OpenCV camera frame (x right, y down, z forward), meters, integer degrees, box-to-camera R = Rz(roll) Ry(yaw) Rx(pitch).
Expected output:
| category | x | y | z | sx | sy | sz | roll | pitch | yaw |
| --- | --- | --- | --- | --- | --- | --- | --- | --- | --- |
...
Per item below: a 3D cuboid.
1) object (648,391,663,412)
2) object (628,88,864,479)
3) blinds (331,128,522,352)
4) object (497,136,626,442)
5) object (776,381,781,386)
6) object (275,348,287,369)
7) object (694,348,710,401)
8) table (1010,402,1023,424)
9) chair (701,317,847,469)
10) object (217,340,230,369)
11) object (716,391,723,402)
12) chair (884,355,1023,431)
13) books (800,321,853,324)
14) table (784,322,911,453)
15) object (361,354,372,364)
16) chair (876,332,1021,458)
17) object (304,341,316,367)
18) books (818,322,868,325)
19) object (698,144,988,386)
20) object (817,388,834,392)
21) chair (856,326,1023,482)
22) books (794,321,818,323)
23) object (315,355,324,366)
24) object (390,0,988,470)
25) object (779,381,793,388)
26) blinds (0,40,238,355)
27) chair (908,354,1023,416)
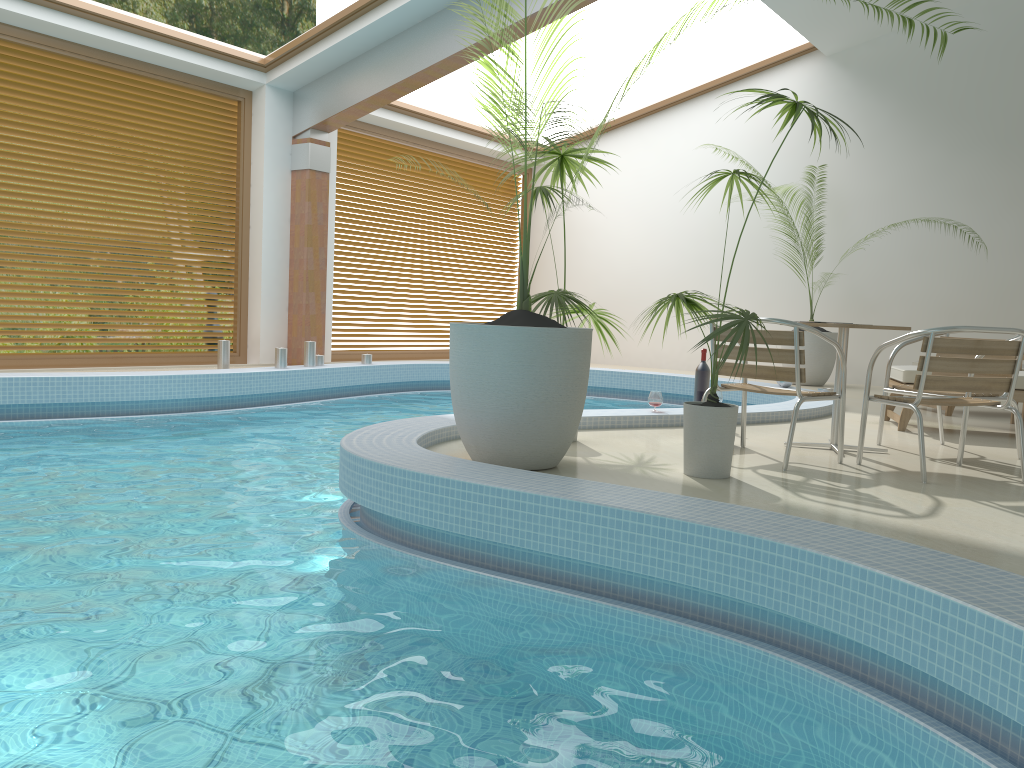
| category | x | y | z | sx | sy | sz | roll | pitch | yaw |
| --- | --- | --- | --- | --- | --- | --- | --- | --- | --- |
| object | 0.974 | 0.117 | 6.026 | 0.102 | 0.137 | 0.102 | -2 | 6 | -45 |
| object | 1.014 | -0.421 | 3.975 | 0.791 | 1.695 | 1.059 | 1 | 5 | -18 |
| blinds | -1.234 | -1.833 | 12.586 | 0.095 | 2.921 | 4.414 | 6 | 6 | 36 |
| object | 0.253 | -0.536 | 5.018 | 0.791 | 1.695 | 1.059 | 4 | 5 | 23 |
| object | 2.781 | -0.012 | 9.098 | 0.140 | 0.069 | 0.140 | 3 | 5 | 5 |
| object | -2.216 | -0.248 | 8.510 | 0.115 | 0.194 | 0.115 | 1 | 5 | -13 |
| object | 1.315 | -0.028 | 6.130 | 0.109 | 0.435 | 0.109 | 1 | 5 | -19 |
| table | 4.076 | 0.206 | 6.875 | 0.283 | 0.255 | 0.320 | 4 | 5 | 14 |
| chair | 1.356 | 0.020 | 4.641 | 0.563 | 0.727 | 0.618 | -1 | 6 | -41 |
| object | -2.795 | -0.263 | 8.599 | 0.115 | 0.320 | 0.115 | 2 | 5 | -5 |
| object | 1.476 | 0.107 | 6.427 | 0.102 | 0.137 | 0.102 | -2 | 6 | -45 |
| chair | 3.726 | -0.068 | 6.268 | 1.903 | 0.866 | 0.861 | 4 | 5 | 14 |
| books | 1.776 | -0.349 | 5.023 | 0.241 | 0.004 | 0.166 | 1 | 5 | -13 |
| table | 1.875 | 0.019 | 5.076 | 0.700 | 0.720 | 0.700 | -1 | 5 | -34 |
| object | -1.591 | -0.272 | 9.722 | 0.115 | 0.107 | 0.115 | 2 | 5 | -5 |
| chair | 2.558 | 0.032 | 5.166 | 0.563 | 0.727 | 0.618 | 1 | 5 | -21 |
| object | -2.028 | -0.300 | 8.898 | 0.115 | 0.254 | 0.115 | 1 | 5 | -13 |
| books | 1.861 | -0.336 | 4.961 | 0.241 | 0.004 | 0.166 | 1 | 5 | -13 |
| object | 3.696 | -1.451 | 10.408 | 2.979 | 2.960 | 2.729 | 3 | 5 | 1 |
| object | 2.829 | 0.076 | 8.006 | 0.140 | 0.069 | 0.140 | 3 | 5 | 5 |
| chair | 2.141 | 0.074 | 4.397 | 0.618 | 0.727 | 0.563 | 2 | 5 | -11 |
| books | 1.682 | -0.354 | 5.092 | 0.241 | 0.004 | 0.166 | 1 | 5 | -13 |
| object | -1.993 | -0.244 | 9.140 | 0.115 | 0.107 | 0.115 | 2 | 5 | -5 |
| object | 0.169 | -1.115 | 4.193 | 2.729 | 2.960 | 2.979 | -1 | 6 | -36 |
| object | 2.752 | 0.001 | 8.918 | 0.140 | 0.069 | 0.140 | 3 | 5 | 5 |
| blinds | -4.311 | -1.638 | 8.413 | 0.095 | 2.921 | 4.200 | 6 | 6 | 36 |
| chair | 4.616 | -0.151 | 7.815 | 1.903 | 0.866 | 0.861 | 2 | 5 | -2 |
